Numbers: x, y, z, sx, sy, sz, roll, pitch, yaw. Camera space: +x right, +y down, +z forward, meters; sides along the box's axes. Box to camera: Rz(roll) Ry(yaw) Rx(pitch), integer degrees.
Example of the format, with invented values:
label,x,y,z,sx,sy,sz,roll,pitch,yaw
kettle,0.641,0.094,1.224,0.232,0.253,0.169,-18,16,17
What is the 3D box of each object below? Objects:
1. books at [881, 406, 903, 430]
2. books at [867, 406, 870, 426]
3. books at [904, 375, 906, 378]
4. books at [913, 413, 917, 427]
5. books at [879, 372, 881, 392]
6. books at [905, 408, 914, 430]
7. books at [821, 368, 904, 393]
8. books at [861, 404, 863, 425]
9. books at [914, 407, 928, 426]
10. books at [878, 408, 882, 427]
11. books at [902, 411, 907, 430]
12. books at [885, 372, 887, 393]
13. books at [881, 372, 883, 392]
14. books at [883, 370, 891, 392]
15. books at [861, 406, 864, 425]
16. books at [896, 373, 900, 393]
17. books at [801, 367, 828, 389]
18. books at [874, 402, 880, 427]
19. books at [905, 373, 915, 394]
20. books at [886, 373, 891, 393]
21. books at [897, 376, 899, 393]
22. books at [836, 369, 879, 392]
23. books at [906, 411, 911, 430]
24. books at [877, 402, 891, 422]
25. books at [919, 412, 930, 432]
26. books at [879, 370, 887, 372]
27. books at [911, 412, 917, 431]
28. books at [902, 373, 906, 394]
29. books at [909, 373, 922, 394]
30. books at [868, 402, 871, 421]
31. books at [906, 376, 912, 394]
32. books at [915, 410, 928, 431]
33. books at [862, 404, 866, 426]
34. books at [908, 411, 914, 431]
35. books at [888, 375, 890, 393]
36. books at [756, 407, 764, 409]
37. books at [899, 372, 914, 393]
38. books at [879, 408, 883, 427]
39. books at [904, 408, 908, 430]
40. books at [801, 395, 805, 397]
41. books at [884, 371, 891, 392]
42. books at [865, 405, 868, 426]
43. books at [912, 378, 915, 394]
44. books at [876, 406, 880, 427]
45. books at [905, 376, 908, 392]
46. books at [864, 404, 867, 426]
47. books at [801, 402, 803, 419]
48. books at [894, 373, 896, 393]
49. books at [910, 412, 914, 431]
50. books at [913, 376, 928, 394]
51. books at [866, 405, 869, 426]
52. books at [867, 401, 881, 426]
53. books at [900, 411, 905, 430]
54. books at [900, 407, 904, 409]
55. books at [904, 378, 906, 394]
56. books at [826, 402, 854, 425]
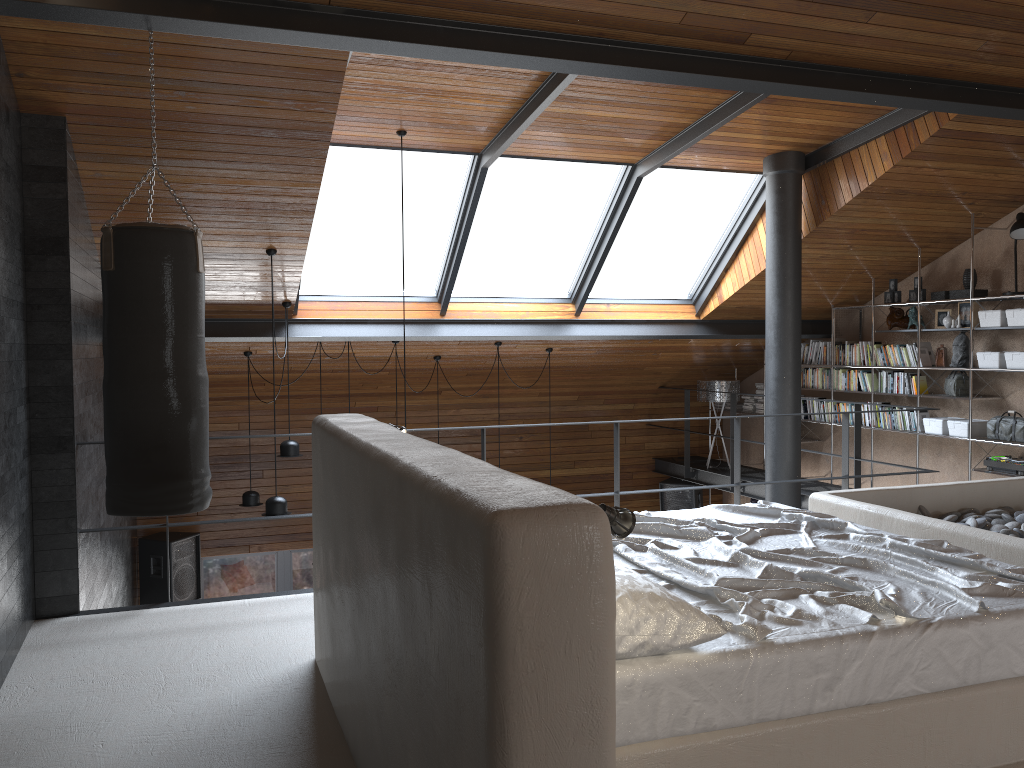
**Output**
label,x,y,z,sx,sy,sz,roll,pitch,yaw
books,3.585,0.313,8.264,0.136,0.210,0.273,-1,2,-19
books,3.483,0.308,8.532,0.138,0.191,0.049,-1,2,-20
books,3.652,0.000,8.123,0.136,0.173,0.014,-1,2,-20
books,3.693,0.335,8.006,0.148,0.175,0.046,-1,2,-19
books,3.536,-0.019,8.397,0.148,0.190,0.013,-1,2,-20
books,3.685,0.318,8.103,0.192,0.202,0.055,-1,2,-20
books,3.413,-0.041,8.723,0.138,0.212,1.040,-1,2,-19
books,3.452,0.299,8.628,0.123,0.203,0.054,-1,2,-20
books,3.698,0.315,7.992,0.143,0.217,0.066,-1,2,-20
books,3.531,0.318,8.393,0.131,0.180,0.042,-1,2,-20
books,3.660,0.324,8.121,0.169,0.188,0.058,-1,2,-20
books,3.568,-0.016,8.340,0.148,0.190,0.013,-1,2,-20
books,3.561,-0.017,8.377,0.169,0.189,0.018,-1,2,-20
books,3.578,-0.026,8.368,0.191,0.207,0.012,-1,2,-20
books,3.459,0.305,8.613,0.126,0.197,0.047,-1,2,-20
books,3.609,-0.011,8.193,0.148,0.190,0.013,-1,2,-20
books,3.188,-0.065,9.312,0.130,0.216,0.311,-1,2,-20
books,3.500,0.290,8.437,0.148,0.233,0.053,-1,2,-20
books,3.648,-0.006,8.098,0.129,0.188,0.010,-1,2,-20
books,3.578,-0.014,8.312,0.160,0.187,0.021,-1,2,-20
books,3.613,0.004,8.178,0.143,0.161,0.019,-1,2,-20
books,3.401,-0.036,8.695,0.139,0.208,0.494,-1,2,-20
books,3.667,0.325,8.084,0.148,0.189,0.053,-1,2,-20
books,3.541,0.291,8.414,0.148,0.233,0.053,-1,2,-20
books,3.703,0.341,7.966,0.130,0.166,0.046,-1,2,-20
books,3.567,-0.028,8.420,0.207,0.207,0.010,-1,2,-20
books,3.685,0.337,8.018,0.146,0.171,0.054,-1,2,-20
books,3.637,-0.009,8.132,0.148,0.190,0.013,-1,2,-20
books,3.659,-0.002,8.015,0.129,0.186,0.050,-1,2,-20
books,3.483,0.288,8.482,0.148,0.233,0.053,-1,2,-20
books,3.654,0.007,8.058,0.148,0.167,0.053,-1,2,-20
books,3.696,0.330,7.975,0.129,0.186,0.050,-1,2,-20
books,3.461,0.296,8.600,0.133,0.218,0.051,-1,2,-20
books,3.677,0.327,8.056,0.160,0.187,0.060,-1,2,-20
books,3.569,-0.002,8.283,0.130,0.169,0.010,-1,2,-20
books,2.944,0.272,10.137,0.252,0.016,0.182,-1,2,-15
books,3.630,-0.012,8.163,0.146,0.195,0.023,-1,2,-20
books,3.544,0.308,8.384,0.137,0.201,0.047,-1,2,-20
books,3.676,0.316,8.112,0.191,0.205,0.055,-1,2,-20
books,3.110,0.243,9.588,0.131,0.247,0.018,-1,2,-20
books,3.586,-0.024,8.359,0.192,0.204,0.012,-1,2,-20
books,3.475,0.301,8.560,0.131,0.205,0.051,-1,2,-20
books,3.673,0.019,8.002,0.131,0.147,0.045,-1,2,-20
books,3.530,0.304,8.421,0.149,0.205,0.049,-1,2,-20
books,3.642,0.007,8.068,0.130,0.167,0.046,-1,2,-20
books,3.477,0.296,8.592,0.137,0.216,0.049,-1,2,-20
books,3.152,0.262,9.466,0.141,0.221,0.055,-1,2,-20
books,3.601,-0.011,8.203,0.148,0.190,0.013,-1,2,-20
books,3.668,0.339,8.027,0.130,0.167,0.046,-1,2,-20
books,3.680,0.011,7.988,0.129,0.165,0.056,-1,2,-20
books,3.479,0.296,8.547,0.137,0.216,0.049,-1,2,-20
books,3.490,0.286,8.517,0.143,0.236,0.062,-1,2,-20
books,3.634,0.323,8.141,0.148,0.189,0.053,-1,2,-20
books,3.666,0.313,8.164,0.207,0.206,0.053,-1,2,-19
books,3.640,0.016,8.107,0.128,0.143,0.009,-1,2,-20
books,3.346,0.290,8.871,0.139,0.211,0.467,-1,2,-20
